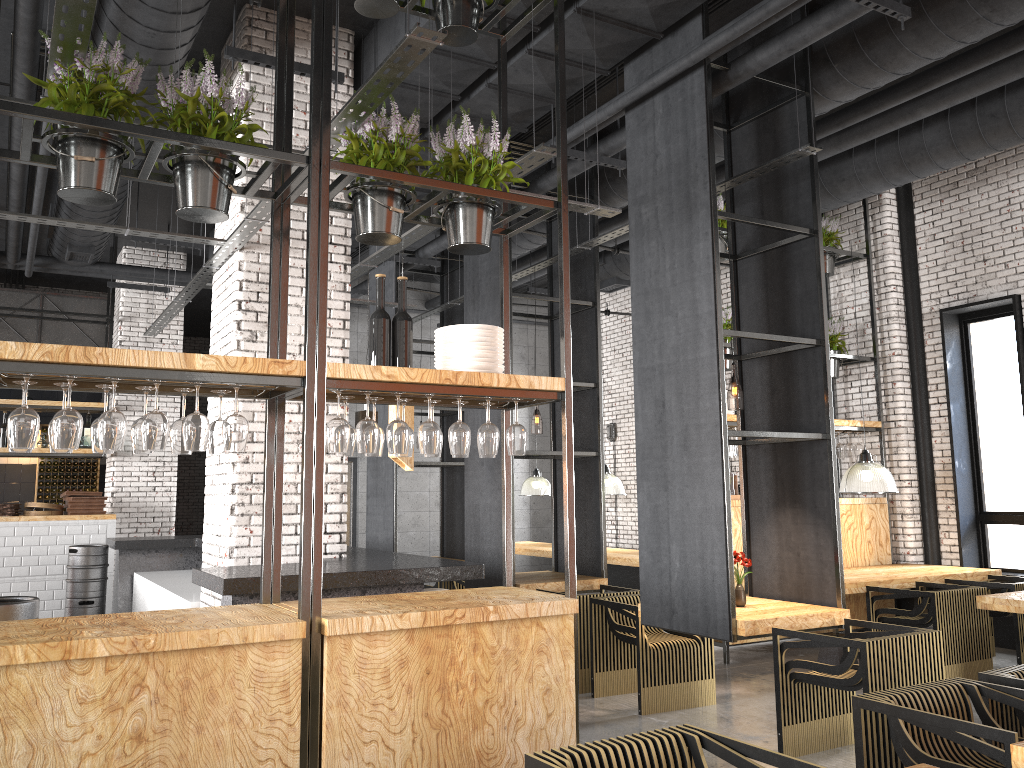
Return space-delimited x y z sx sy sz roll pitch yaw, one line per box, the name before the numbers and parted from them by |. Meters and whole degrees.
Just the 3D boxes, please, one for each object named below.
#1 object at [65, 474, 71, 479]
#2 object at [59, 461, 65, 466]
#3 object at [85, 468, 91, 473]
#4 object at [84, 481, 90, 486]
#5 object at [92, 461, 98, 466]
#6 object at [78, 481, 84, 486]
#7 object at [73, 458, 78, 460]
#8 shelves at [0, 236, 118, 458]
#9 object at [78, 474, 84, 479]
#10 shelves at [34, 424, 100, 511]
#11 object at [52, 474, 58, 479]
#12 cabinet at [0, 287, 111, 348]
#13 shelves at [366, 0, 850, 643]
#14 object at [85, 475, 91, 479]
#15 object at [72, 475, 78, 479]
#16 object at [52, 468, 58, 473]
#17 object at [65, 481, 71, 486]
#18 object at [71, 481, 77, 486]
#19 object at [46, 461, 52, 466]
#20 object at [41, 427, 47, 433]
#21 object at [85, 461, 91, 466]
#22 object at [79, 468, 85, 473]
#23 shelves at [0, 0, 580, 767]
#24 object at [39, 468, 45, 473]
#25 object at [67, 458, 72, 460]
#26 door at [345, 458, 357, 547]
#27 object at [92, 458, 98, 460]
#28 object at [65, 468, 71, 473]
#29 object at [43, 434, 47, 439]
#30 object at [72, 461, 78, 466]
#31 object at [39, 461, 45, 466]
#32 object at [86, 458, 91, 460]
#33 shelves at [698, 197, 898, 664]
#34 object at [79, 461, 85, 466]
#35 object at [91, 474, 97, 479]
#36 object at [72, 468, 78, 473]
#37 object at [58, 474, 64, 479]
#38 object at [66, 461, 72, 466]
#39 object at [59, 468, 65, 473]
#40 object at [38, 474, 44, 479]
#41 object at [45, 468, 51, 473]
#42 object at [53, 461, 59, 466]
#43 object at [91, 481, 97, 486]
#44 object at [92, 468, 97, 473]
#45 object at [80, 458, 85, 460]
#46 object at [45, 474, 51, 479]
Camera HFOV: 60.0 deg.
object | -7.045 1.475 14.077 0.079 0.079 0.283 4 -8 -30
object | -7.149 1.266 14.094 0.079 0.079 0.283 4 -8 -30
object | -6.810 1.388 14.248 0.079 0.079 0.283 4 -8 -30
object | -6.815 1.598 14.231 0.079 0.079 0.283 4 -8 -30
object | -6.729 1.288 14.310 0.079 0.079 0.283 4 -8 -30
object | -6.889 1.592 14.172 0.079 0.079 0.283 4 -8 -30
object | -6.976 1.169 14.185 0.079 0.079 0.283 4 -8 -30
shelves | -7.901 -0.691 10.591 5.673 3.075 0.596 4 -9 -30
object | -6.879 1.485 14.167 0.079 0.079 0.283 4 -8 -30
shelves | -7.084 1.736 14.113 0.889 2.154 0.250 4 -9 -30
object | -7.226 1.469 14.013 0.079 0.079 0.283 4 -8 -30
cabinet | -8.969 -0.593 12.617 5.860 1.773 0.680 3 -9 -30
shelves | 0.191 -0.295 8.306 1.002 4.379 6.134 4 -9 -30
object | -6.817 1.494 14.247 0.079 0.079 0.283 4 -8 -30
object | -6.980 1.484 14.153 0.079 0.079 0.283 4 -8 -30
object | -7.210 1.361 13.999 0.079 0.079 0.283 4 -8 -30
object | -7.053 1.582 14.078 0.079 0.079 0.283 4 -8 -30
object | -6.981 1.589 14.142 0.079 0.079 0.283 4 -8 -30
object | -7.291 1.252 13.964 0.079 0.079 0.283 4 -8 -30
object | -7.381 0.725 13.996 0.079 0.079 0.283 4 -8 -30
object | -6.819 1.285 14.277 0.079 0.079 0.283 4 -8 -30
object | -6.882 1.381 14.185 0.079 0.079 0.283 4 -8 -30
shelves | -1.449 -0.558 3.528 3.657 5.033 0.688 4 -9 -30
object | -7.391 1.355 13.936 0.079 0.079 0.283 4 -8 -30
object | -7.048 1.162 14.122 0.079 0.079 0.283 4 -8 -30
door | -2.906 2.164 13.434 1.119 2.109 0.158 4 -9 -30
object | -6.726 1.183 14.317 0.079 0.079 0.283 4 -8 -30
object | -7.044 1.370 14.089 0.079 0.079 0.283 4 -8 -30
object | -7.397 0.834 14.011 0.079 0.079 0.283 4 -8 -30
object | -6.983 1.275 14.184 0.079 0.079 0.283 4 -8 -30
object | -7.380 1.248 13.929 0.079 0.079 0.283 4 -8 -30
object | -6.820 1.181 14.292 0.079 0.079 0.283 4 -8 -30
shelves | 2.706 0.080 9.034 2.331 5.033 0.688 4 -9 -30
object | -6.893 1.279 14.217 0.079 0.079 0.283 4 -8 -30
object | -6.727 1.497 14.280 0.079 0.079 0.283 4 -8 -30
object | -6.974 1.378 14.155 0.079 0.079 0.283 4 -8 -30
object | -7.125 1.470 14.027 0.079 0.079 0.283 4 -8 -30
object | -7.064 1.270 14.137 0.079 0.079 0.283 4 -8 -30
object | -7.137 1.368 14.062 0.079 0.079 0.283 4 -8 -30
object | -7.382 1.458 13.907 0.079 0.079 0.283 4 -8 -30
object | -7.301 1.358 13.969 0.079 0.079 0.283 4 -8 -30
object | -7.221 1.259 14.030 0.079 0.079 0.283 4 -8 -30
object | -6.716 1.599 14.248 0.079 0.079 0.283 4 -8 -30
object | -6.738 1.395 14.312 0.079 0.079 0.283 4 -8 -30
object | -6.904 1.176 14.249 0.079 0.079 0.283 4 -8 -30
object | -7.310 1.465 13.971 0.079 0.079 0.283 4 -8 -30
